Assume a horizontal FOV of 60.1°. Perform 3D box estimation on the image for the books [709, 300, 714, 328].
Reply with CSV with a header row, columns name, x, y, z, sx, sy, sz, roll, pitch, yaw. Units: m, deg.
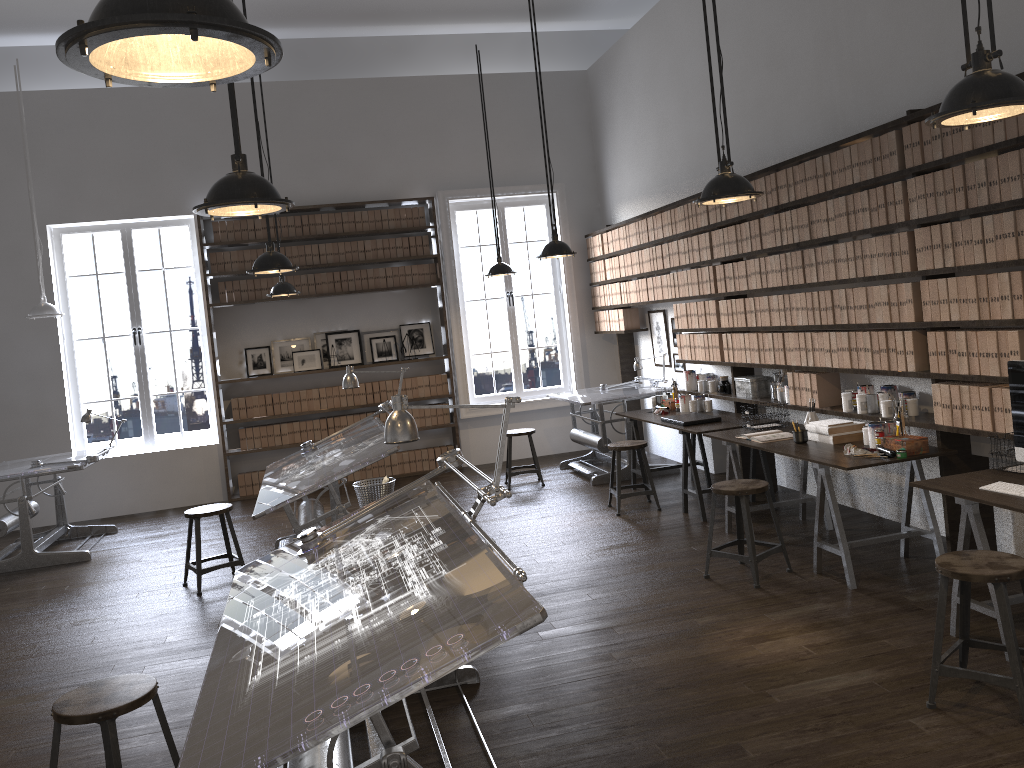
name,x,y,z,sx,sy,sz,roll,pitch,yaw
books,1.700,-0.573,7.186,0.175,0.225,0.067,-6,2,-13

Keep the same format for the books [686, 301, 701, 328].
name,x,y,z,sx,sy,sz,roll,pitch,yaw
books,1.602,-0.594,7.613,0.175,0.225,0.067,-6,2,-13

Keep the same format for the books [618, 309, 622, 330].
name,x,y,z,sx,sy,sz,roll,pitch,yaw
books,1.215,-0.677,9.270,0.174,0.225,0.067,-6,2,-13

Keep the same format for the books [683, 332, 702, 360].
name,x,y,z,sx,sy,sz,roll,pitch,yaw
books,1.596,-0.331,7.748,0.175,0.225,0.067,-6,2,-13

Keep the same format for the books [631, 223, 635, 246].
name,x,y,z,sx,sy,sz,roll,pitch,yaw
books,1.263,-1.464,8.667,0.174,0.225,0.067,-6,2,-13

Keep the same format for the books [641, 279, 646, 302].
name,x,y,z,sx,sy,sz,roll,pitch,yaw
books,1.352,-0.910,8.558,0.175,0.225,0.067,-6,2,-13

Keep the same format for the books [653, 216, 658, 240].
name,x,y,z,sx,sy,sz,roll,pitch,yaw
books,1.395,-1.437,8.118,0.174,0.225,0.067,-6,2,-13

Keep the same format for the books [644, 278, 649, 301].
name,x,y,z,sx,sy,sz,roll,pitch,yaw
books,1.363,-0.906,8.485,0.175,0.225,0.067,-6,2,-13

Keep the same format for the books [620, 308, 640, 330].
name,x,y,z,sx,sy,sz,roll,pitch,yaw
books,1.229,-0.674,9.202,0.175,0.225,0.067,-6,2,-13

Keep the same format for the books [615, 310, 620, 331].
name,x,y,z,sx,sy,sz,roll,pitch,yaw
books,1.192,-0.680,9.337,0.175,0.225,0.067,-6,2,-13

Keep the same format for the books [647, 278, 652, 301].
name,x,y,z,sx,sy,sz,roll,pitch,yaw
books,1.386,-0.903,8.413,0.175,0.225,0.067,-6,2,-13

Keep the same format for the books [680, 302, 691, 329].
name,x,y,z,sx,sy,sz,roll,pitch,yaw
books,1.570,-0.601,7.744,0.175,0.225,0.067,-6,2,-13

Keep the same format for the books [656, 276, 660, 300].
name,x,y,z,sx,sy,sz,roll,pitch,yaw
books,1.434,-0.892,8.205,0.175,0.225,0.067,-6,2,-13

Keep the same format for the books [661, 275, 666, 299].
name,x,y,z,sx,sy,sz,roll,pitch,yaw
books,1.463,-0.886,8.075,0.175,0.225,0.067,-6,2,-13

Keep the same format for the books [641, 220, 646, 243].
name,x,y,z,sx,sy,sz,roll,pitch,yaw
books,1.329,-1.451,8.401,0.175,0.225,0.067,-6,2,-13

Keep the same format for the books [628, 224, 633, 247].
name,x,y,z,sx,sy,sz,roll,pitch,yaw
books,1.251,-1.468,8.735,0.174,0.225,0.067,-6,2,-13

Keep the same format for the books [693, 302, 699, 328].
name,x,y,z,sx,sy,sz,roll,pitch,yaw
books,1.630,-0.587,7.474,0.174,0.225,0.067,-6,2,-13

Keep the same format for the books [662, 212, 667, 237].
name,x,y,z,sx,sy,sz,roll,pitch,yaw
books,1.440,-1.427,7.918,0.175,0.225,0.067,-6,2,-13

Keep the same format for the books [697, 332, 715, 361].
name,x,y,z,sx,sy,sz,roll,pitch,yaw
books,1.661,-0.318,7.473,0.174,0.225,0.067,-6,2,-13

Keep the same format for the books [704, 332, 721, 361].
name,x,y,z,sx,sy,sz,roll,pitch,yaw
books,1.690,-0.310,7.331,0.175,0.225,0.067,-6,2,-13

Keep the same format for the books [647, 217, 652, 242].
name,x,y,z,sx,sy,sz,roll,pitch,yaw
books,1.363,-1.444,8.256,0.175,0.225,0.067,-6,2,-13

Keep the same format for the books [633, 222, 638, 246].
name,x,y,z,sx,sy,sz,roll,pitch,yaw
books,1.276,-1.460,8.595,0.175,0.225,0.067,-6,2,-13

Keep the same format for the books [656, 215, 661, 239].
name,x,y,z,sx,sy,sz,roll,pitch,yaw
books,1.411,-1.434,8.048,0.175,0.225,0.067,-6,2,-13

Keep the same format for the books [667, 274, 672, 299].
name,x,y,z,sx,sy,sz,roll,pitch,yaw
books,1.490,-0.879,7.942,0.175,0.225,0.067,-6,2,-13

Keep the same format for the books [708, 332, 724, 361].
name,x,y,z,sx,sy,sz,roll,pitch,yaw
books,1.709,-0.308,7.271,0.175,0.225,0.067,-6,2,-13

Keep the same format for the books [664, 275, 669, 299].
name,x,y,z,sx,sy,sz,roll,pitch,yaw
books,1.476,-0.882,8.013,0.175,0.225,0.067,-6,2,-13

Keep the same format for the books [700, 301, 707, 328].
name,x,y,z,sx,sy,sz,roll,pitch,yaw
books,1.662,-0.580,7.332,0.175,0.225,0.067,-6,2,-13

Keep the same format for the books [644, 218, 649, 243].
name,x,y,z,sx,sy,sz,roll,pitch,yaw
books,1.340,-1.447,8.328,0.175,0.225,0.067,-6,2,-13

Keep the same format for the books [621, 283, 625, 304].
name,x,y,z,sx,sy,sz,roll,pitch,yaw
books,1.219,-0.937,9.108,0.175,0.225,0.067,-6,2,-13

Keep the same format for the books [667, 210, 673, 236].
name,x,y,z,sx,sy,sz,roll,pitch,yaw
books,1.468,-1.420,7.785,0.175,0.225,0.067,-6,2,-13

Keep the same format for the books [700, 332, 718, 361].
name,x,y,z,sx,sy,sz,roll,pitch,yaw
books,1.674,-0.314,7.402,0.175,0.225,0.067,-6,2,-13

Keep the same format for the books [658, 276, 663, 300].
name,x,y,z,sx,sy,sz,roll,pitch,yaw
books,1.443,-0.888,8.139,0.175,0.225,0.067,-6,2,-13

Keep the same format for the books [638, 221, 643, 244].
name,x,y,z,sx,sy,sz,roll,pitch,yaw
books,1.311,-1.454,8.464,0.175,0.225,0.067,-6,2,-13

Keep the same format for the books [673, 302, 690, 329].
name,x,y,z,sx,sy,sz,roll,pitch,yaw
books,1.536,-0.607,7.874,0.175,0.225,0.067,-6,2,-13

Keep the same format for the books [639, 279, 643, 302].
name,x,y,z,sx,sy,sz,roll,pitch,yaw
books,1.334,-0.913,8.621,0.175,0.225,0.067,-6,2,-13

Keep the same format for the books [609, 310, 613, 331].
name,x,y,z,sx,sy,sz,roll,pitch,yaw
books,1.147,-0.690,9.534,0.175,0.225,0.067,-6,2,-13

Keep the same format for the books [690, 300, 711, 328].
name,x,y,z,sx,sy,sz,roll,pitch,yaw
books,1.618,-0.591,7.544,0.174,0.225,0.067,-6,2,-13

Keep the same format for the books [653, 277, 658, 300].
name,x,y,z,sx,sy,sz,roll,pitch,yaw
books,1.417,-0.896,8.275,0.174,0.225,0.067,-6,2,-13

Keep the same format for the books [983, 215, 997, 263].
name,x,y,z,sx,sy,sz,roll,pitch,yaw
books,2.359,-0.700,4.238,0.175,0.225,0.067,-6,2,-13

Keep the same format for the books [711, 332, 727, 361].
name,x,y,z,sx,sy,sz,roll,pitch,yaw
books,1.726,-0.305,7.207,0.175,0.225,0.067,-6,2,-13

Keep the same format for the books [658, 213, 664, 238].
name,x,y,z,sx,sy,sz,roll,pitch,yaw
books,1.420,-1.430,7.981,0.175,0.225,0.067,-6,2,-13

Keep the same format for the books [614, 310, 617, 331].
name,x,y,z,sx,sy,sz,roll,pitch,yaw
books,1.181,-0.684,9.403,0.175,0.225,0.067,-6,2,-13

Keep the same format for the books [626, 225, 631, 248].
name,x,y,z,sx,sy,sz,roll,pitch,yaw
books,1.233,-1.471,8.803,0.175,0.225,0.067,-6,2,-13

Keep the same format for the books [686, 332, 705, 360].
name,x,y,z,sx,sy,sz,roll,pitch,yaw
books,1.611,-0.328,7.677,0.175,0.225,0.067,-6,2,-13

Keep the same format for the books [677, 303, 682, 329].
name,x,y,z,sx,sy,sz,roll,pitch,yaw
books,1.554,-0.603,7.804,0.175,0.225,0.067,-6,2,-13

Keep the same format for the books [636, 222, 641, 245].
name,x,y,z,sx,sy,sz,roll,pitch,yaw
books,1.293,-1.457,8.525,0.175,0.225,0.067,-6,2,-13

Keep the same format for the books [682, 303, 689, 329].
name,x,y,z,sx,sy,sz,roll,pitch,yaw
books,1.580,-0.597,7.677,0.175,0.225,0.067,-6,2,-13

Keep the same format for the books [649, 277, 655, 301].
name,x,y,z,sx,sy,sz,roll,pitch,yaw
books,1.397,-0.899,8.343,0.174,0.225,0.067,-6,2,-13

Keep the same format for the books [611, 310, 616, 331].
name,x,y,z,sx,sy,sz,roll,pitch,yaw
books,1.165,-0.686,9.464,0.175,0.225,0.067,-6,2,-13

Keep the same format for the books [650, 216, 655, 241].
name,x,y,z,sx,sy,sz,roll,pitch,yaw
books,1.374,-1.440,8.186,0.174,0.225,0.067,-6,2,-13

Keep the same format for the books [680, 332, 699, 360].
name,x,y,z,sx,sy,sz,roll,pitch,yaw
books,1.584,-0.335,7.809,0.175,0.225,0.067,-6,2,-13

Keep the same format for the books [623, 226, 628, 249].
name,x,y,z,sx,sy,sz,roll,pitch,yaw
books,1.213,-1.474,8.871,0.175,0.225,0.067,-6,2,-13

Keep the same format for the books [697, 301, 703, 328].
name,x,y,z,sx,sy,sz,roll,pitch,yaw
books,1.651,-0.584,7.406,0.175,0.225,0.067,-6,2,-13

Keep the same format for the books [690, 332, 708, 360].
name,x,y,z,sx,sy,sz,roll,pitch,yaw
books,1.631,-0.325,7.609,0.175,0.225,0.067,-6,2,-13

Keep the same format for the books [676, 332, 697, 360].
name,x,y,z,sx,sy,sz,roll,pitch,yaw
books,1.564,-0.337,7.873,0.175,0.225,0.067,-6,2,-13

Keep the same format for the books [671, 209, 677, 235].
name,x,y,z,sx,sy,sz,roll,pitch,yaw
books,1.487,-1.417,7.717,0.175,0.225,0.067,-6,2,-13

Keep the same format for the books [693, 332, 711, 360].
name,x,y,z,sx,sy,sz,roll,pitch,yaw
books,1.649,-0.322,7.542,0.174,0.225,0.067,-6,2,-13

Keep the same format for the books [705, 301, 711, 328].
name,x,y,z,sx,sy,sz,roll,pitch,yaw
books,1.685,-0.577,7.261,0.175,0.225,0.067,-6,2,-13

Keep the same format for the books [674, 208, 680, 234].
name,x,y,z,sx,sy,sz,roll,pitch,yaw
books,1.505,-1.414,7.650,0.174,0.225,0.067,-6,2,-13
